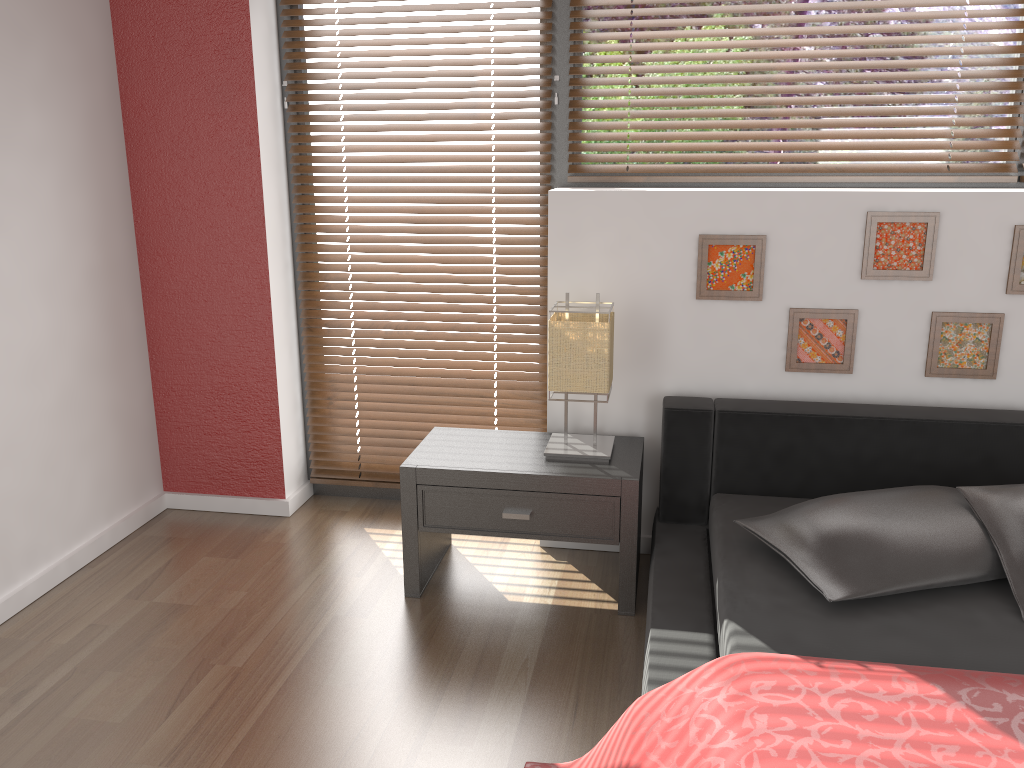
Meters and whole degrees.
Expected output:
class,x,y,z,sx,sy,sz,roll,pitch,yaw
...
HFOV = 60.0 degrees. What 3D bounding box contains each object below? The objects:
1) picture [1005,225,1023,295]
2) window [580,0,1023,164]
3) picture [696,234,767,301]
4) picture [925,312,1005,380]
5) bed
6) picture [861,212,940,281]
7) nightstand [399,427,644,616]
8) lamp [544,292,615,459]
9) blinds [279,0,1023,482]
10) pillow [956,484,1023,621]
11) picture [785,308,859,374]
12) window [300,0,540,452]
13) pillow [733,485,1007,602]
class,x,y,z,sx,sy,sz,roll,pitch,yaw
picture,1.550,-0.357,2.564,0.200,0.200,0.010,2,15,10
window,1.603,-1.066,2.741,2.817,0.786,0.020,2,15,10
picture,0.672,-0.357,2.727,0.200,0.200,0.010,2,15,10
picture,1.357,-0.115,2.663,0.200,0.200,0.010,2,15,10
bed,1.195,0.641,1.583,2.469,0.577,2.413,2,15,10
picture,1.148,-0.408,2.625,0.200,0.200,0.010,2,15,10
nightstand,0.048,0.413,2.786,0.700,0.423,0.413,2,15,10
lamp,0.210,-0.037,2.681,0.200,0.480,0.200,2,15,10
blinds,1.591,-0.489,2.822,4.840,1.952,0.032,2,15,10
pillow,1.489,0.369,2.065,0.744,0.241,0.386,1,15,5
picture,0.953,-0.133,2.733,0.200,0.200,0.010,2,15,10
window,-0.316,-0.618,3.213,0.889,1.893,0.020,2,15,10
pillow,1.000,0.377,2.249,0.745,0.172,0.418,-4,15,-14
